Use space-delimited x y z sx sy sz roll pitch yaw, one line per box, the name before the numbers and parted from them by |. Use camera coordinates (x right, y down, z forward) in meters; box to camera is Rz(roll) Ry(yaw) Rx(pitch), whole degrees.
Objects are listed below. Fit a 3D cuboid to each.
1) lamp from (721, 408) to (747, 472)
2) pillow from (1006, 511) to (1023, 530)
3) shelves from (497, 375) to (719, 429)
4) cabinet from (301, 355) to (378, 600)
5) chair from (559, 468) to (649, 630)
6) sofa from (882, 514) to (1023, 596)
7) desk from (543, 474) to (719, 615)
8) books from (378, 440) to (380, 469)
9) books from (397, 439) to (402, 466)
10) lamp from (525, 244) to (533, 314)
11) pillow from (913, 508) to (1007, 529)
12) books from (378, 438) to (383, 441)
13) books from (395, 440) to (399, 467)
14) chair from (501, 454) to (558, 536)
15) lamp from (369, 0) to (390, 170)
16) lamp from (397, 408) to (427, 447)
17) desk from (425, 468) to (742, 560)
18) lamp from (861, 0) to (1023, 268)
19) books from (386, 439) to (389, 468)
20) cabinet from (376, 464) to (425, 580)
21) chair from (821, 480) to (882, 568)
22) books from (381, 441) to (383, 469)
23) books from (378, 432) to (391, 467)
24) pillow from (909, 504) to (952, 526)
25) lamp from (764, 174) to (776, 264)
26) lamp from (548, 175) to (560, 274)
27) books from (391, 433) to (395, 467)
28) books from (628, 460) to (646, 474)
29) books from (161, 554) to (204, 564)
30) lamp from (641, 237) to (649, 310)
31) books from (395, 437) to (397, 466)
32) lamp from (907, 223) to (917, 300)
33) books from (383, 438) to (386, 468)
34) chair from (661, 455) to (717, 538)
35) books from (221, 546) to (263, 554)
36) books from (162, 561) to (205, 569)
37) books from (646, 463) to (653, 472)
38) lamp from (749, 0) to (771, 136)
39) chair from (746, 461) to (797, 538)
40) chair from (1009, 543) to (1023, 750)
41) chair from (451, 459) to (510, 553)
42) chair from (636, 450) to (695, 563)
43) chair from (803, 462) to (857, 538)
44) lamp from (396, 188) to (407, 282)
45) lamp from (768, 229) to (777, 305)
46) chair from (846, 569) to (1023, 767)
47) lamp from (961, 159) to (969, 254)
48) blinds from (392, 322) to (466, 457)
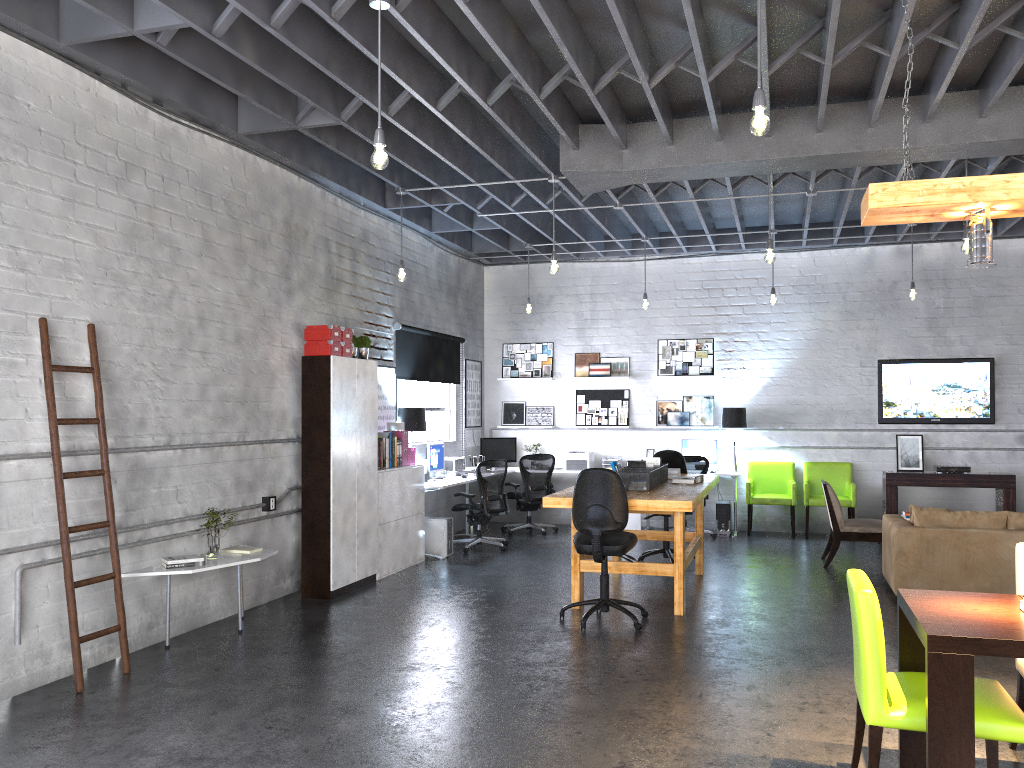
lamp | 2.878 0.722 11.483 0.333 0.832 0.333 0 -1 -22
pillow | 4.328 1.217 7.133 0.666 0.402 0.291 -1 -1 17
shelves | 1.268 0.254 12.115 3.024 0.694 0.199 -1 -1 17
cabinet | -1.518 0.797 7.886 0.291 2.046 0.873 0 -1 17
chair | 0.674 1.196 6.677 0.659 1.164 0.687 0 -1 15
sofa | 4.374 1.478 7.370 2.330 0.628 1.105 -1 -2 17
desk | 1.176 1.352 7.886 1.115 0.926 2.833 -1 -2 17
books | -1.364 0.681 8.577 0.167 0.275 0.037 0 -1 17
books | -1.238 0.700 9.063 0.220 0.271 0.082 0 -1 17
lamp | 0.210 -1.319 11.154 0.104 0.878 0.104 0 -1 17
pillow | 3.681 1.224 7.330 0.704 0.402 0.291 -1 -1 17
books | -1.337 0.672 8.658 0.159 0.298 0.026 0 -1 17
books | -1.256 0.701 9.005 0.219 0.267 0.060 -1 -1 22
chair | 0.200 1.416 11.543 0.753 1.031 0.732 -1 -1 41
lamp | -0.672 -1.525 4.498 0.104 0.878 0.104 -1 -1 35
lamp | -1.096 0.674 9.674 0.333 0.832 0.333 0 -1 -22
desk | 0.836 1.508 10.610 3.575 0.785 3.299 -1 -2 17
lamp | 2.485 -1.400 3.395 2.130 1.840 0.367 -1 -1 17
books | -1.305 0.681 8.746 0.174 0.286 0.045 0 -1 17
cabinet | -1.309 1.342 8.899 0.465 1.021 1.152 0 -1 17
chair | 3.551 1.426 9.065 0.725 0.842 0.575 0 -1 17
books | -1.337 0.688 8.631 0.161 0.266 0.027 0 -1 17
books | -1.288 0.653 8.821 0.176 0.346 0.053 0 -1 17
pillow | 3.610 1.231 7.573 0.523 0.403 0.319 -1 -2 37
lamp | 2.149 -1.440 7.400 0.104 0.878 0.104 0 -1 17
lamp | 0.375 -1.420 7.939 0.104 0.878 0.104 0 -1 17
books | -1.275 0.659 8.880 0.197 0.339 0.065 0 -1 17
books | 1.101 0.778 7.798 0.158 0.214 0.063 0 -1 17
books | -2.238 1.190 6.018 0.234 0.022 0.185 1 -2 -35
lamp | 1.612 -1.335 10.728 0.104 0.878 0.104 0 -1 17
books | -1.240 0.681 8.946 0.159 0.298 0.026 0 -1 17
lamp | 4.454 -1.368 9.864 0.104 0.878 0.104 0 -1 -29
books | -1.323 0.676 8.698 0.170 0.293 0.057 0 -1 17
chair | 2.127 1.398 11.117 0.732 1.031 0.753 0 -1 -14
books | -2.019 1.240 6.629 0.248 0.021 0.177 -1 -2 16
books | -2.235 1.217 6.028 0.250 0.031 0.185 1 -2 -31
books | 1.176 0.792 7.807 0.143 0.188 0.061 0 -1 17
lamp | 1.103 -1.545 3.958 0.104 0.878 0.104 -1 -1 35
chair | 3.307 1.457 11.311 0.611 0.920 0.516 0 -1 17
chair | 2.463 1.206 3.803 0.491 0.958 0.615 0 -1 17
chair | -0.391 1.375 10.199 0.753 1.031 0.732 -1 -1 21
chair | 1.602 1.269 9.076 0.659 1.164 0.687 0 -1 15
chair | 3.972 1.450 11.109 0.611 0.920 0.516 0 -1 17
lamp | -1.043 -1.403 8.371 0.104 0.878 0.104 0 -1 17
lamp | 3.030 -1.352 10.297 0.104 0.878 0.104 0 -1 17
chair | 1.673 1.236 3.543 0.608 0.908 0.636 0 -1 17
lamp | 3.573 -1.457 6.967 0.104 0.878 0.104 0 -1 -29
blinds | -0.956 0.163 10.717 0.100 1.631 2.120 0 -1 17
